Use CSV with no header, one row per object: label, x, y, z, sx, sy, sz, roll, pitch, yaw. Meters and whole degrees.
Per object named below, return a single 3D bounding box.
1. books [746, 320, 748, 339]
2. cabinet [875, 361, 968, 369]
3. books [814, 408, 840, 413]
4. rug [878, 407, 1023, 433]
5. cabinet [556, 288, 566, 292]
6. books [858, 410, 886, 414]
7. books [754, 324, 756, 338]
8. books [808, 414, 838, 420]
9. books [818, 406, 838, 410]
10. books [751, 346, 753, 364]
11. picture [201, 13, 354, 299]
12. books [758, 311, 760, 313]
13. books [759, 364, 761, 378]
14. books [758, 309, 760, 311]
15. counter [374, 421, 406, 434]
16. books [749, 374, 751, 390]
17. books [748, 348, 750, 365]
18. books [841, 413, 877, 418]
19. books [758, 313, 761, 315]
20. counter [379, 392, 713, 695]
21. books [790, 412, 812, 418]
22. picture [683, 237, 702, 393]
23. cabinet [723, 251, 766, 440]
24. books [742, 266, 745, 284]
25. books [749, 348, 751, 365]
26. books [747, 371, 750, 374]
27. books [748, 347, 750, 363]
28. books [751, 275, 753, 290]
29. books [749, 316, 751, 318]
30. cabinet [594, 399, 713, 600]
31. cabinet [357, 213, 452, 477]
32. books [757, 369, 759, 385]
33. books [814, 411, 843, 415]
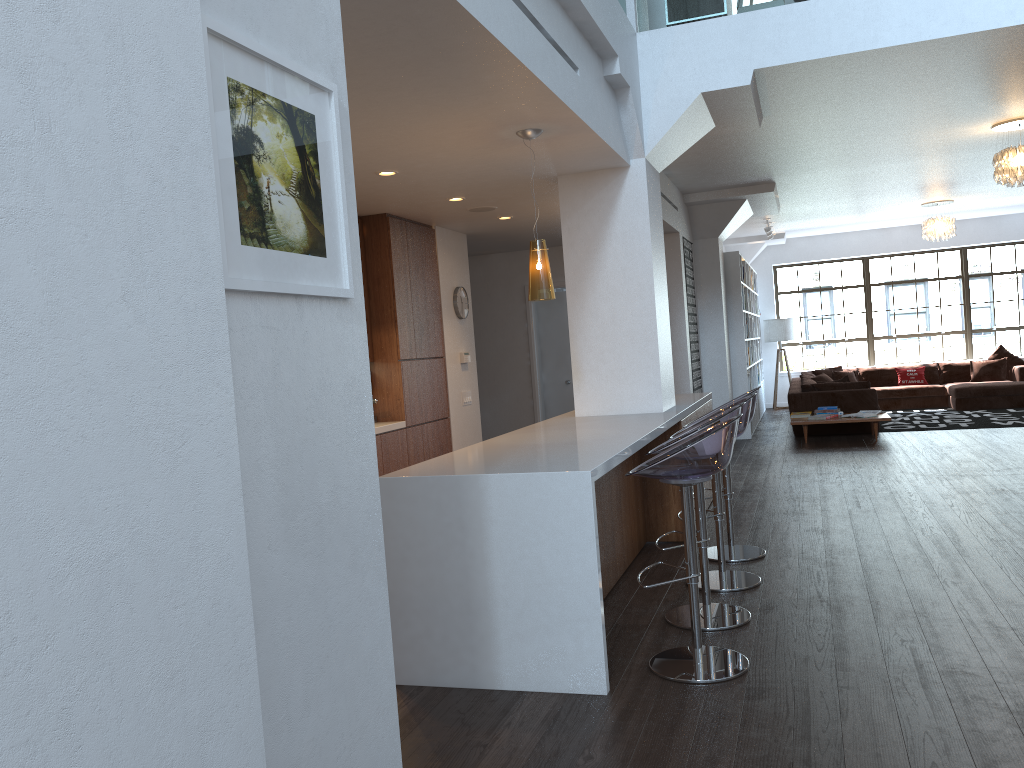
books,3.161,-0.746,12.266,0.182,0.253,0.034,-4,2,18
cabinet,6.979,-0.026,14.959,1.520,0.625,0.350,-4,2,18
books,3.907,0.330,10.979,0.279,0.035,0.191,-3,2,28
rug,6.956,0.392,11.816,4.200,0.007,3.100,-4,2,20
cabinet,0.325,-0.595,11.733,0.527,2.991,2.630,-4,2,18
books,4.352,0.340,10.757,0.256,0.035,0.350,-3,3,44
books,3.884,-0.863,14.434,0.140,0.231,0.042,-4,2,18
books,3.720,0.394,10.616,0.236,0.035,0.340,-3,3,43
books,3.908,0.299,10.975,0.224,0.027,0.157,-4,2,23
books,3.434,-0.418,13.011,0.183,0.253,0.034,-4,2,18
picture,-0.478,-0.438,1.853,0.018,0.500,0.500,-4,2,18
books,4.148,-1.233,15.425,0.284,0.033,0.197,-3,2,33
books,4.168,-0.188,15.208,0.176,0.290,0.053,-4,2,18
books,4.146,-1.266,15.419,0.174,0.032,0.254,-6,2,-37
counter,-1.809,0.457,5.014,0.600,0.050,4.387,-4,2,18
books,3.235,-0.001,12.363,0.183,0.253,0.042,-4,2,18
books,3.214,-0.380,12.377,0.183,0.253,0.034,-4,2,18
books,4.098,0.368,10.480,0.231,0.040,0.342,-6,2,-32
books,4.150,-1.199,15.426,0.197,0.035,0.284,-6,3,-42
counter,0.980,0.690,3.849,3.039,0.860,8.182,-5,2,-11
books,3.593,0.385,11.019,0.241,0.045,0.334,-4,2,20
picture,2.119,-0.479,10.272,0.021,2.380,0.800,-4,2,19
cabinet,3.471,-0.608,13.557,0.461,2.414,4.500,-4,2,18
books,3.108,-1.490,12.235,0.182,0.253,0.098,-4,2,18
books,3.271,-0.390,12.537,0.183,0.253,0.034,-4,2,18
books,2.989,-0.143,11.630,0.223,0.027,0.161,-3,2,28
books,3.228,-0.382,12.408,0.183,0.253,0.034,-4,2,18
books,3.776,-1.613,14.288,0.183,0.253,0.034,-4,2,18
books,3.317,-0.961,12.770,0.223,0.027,0.161,-3,2,28
cabinet,0.624,0.678,5.679,0.898,0.796,4.493,-4,2,18
cabinet,-1.698,0.018,5.433,0.598,2.499,5.299,-4,2,18
books,3.840,-0.109,14.173,0.183,0.253,0.034,-4,2,18
books,3.913,0.366,10.975,0.312,0.037,0.216,-4,2,8
